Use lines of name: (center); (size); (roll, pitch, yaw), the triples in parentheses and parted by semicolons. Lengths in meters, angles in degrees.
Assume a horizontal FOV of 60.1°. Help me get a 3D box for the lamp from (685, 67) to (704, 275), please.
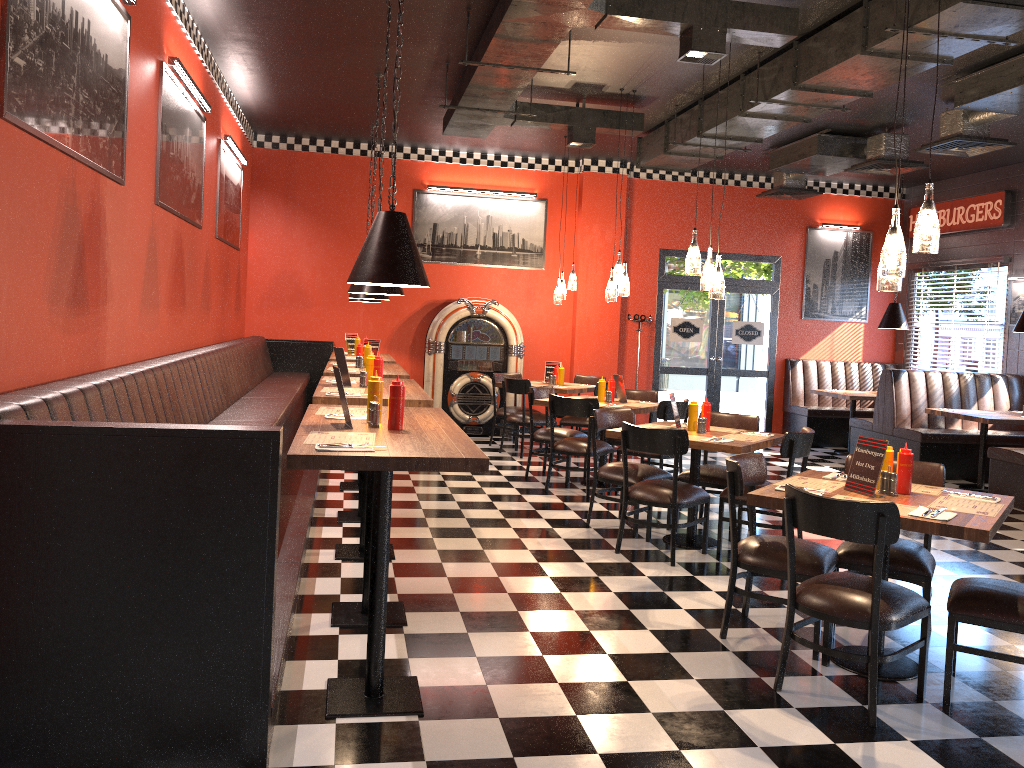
lamp: (1.314, -1.750, 6.181); (0.108, 1.963, 0.108); (2, 2, -39)

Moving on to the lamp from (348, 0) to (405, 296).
lamp: (-0.865, -1.626, 5.944); (0.382, 2.042, 0.382); (4, 2, 31)

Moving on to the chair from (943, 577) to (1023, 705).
chair: (2.133, 0.897, 3.708); (0.545, 0.866, 0.486); (4, 2, 29)

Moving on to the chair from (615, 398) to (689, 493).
chair: (1.285, 0.554, 7.929); (0.545, 0.866, 0.486); (5, 3, 38)

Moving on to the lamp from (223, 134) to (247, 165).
lamp: (-2.893, -2.439, 9.263); (0.081, 0.056, 1.448); (2, 4, -11)

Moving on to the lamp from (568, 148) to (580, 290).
lamp: (0.747, -2.069, 10.262); (0.108, 1.963, 0.108); (3, 2, 21)

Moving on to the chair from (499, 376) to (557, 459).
chair: (0.160, 0.359, 9.895); (0.544, 0.866, 0.487); (1, 3, -36)

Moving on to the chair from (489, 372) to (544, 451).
chair: (0.038, 0.311, 10.488); (0.545, 0.866, 0.486); (5, 3, 44)

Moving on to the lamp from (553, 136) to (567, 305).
lamp: (0.580, -1.911, 10.340); (0.108, 1.963, 0.108); (2, 2, -29)

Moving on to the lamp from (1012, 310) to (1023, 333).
lamp: (5.402, -1.544, 9.064); (0.382, 2.042, 0.382); (2, 2, -29)

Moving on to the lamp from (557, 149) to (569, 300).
lamp: (0.618, -1.960, 10.221); (0.108, 1.963, 0.108); (4, 2, 31)

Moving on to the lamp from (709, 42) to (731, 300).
lamp: (1.464, -1.566, 6.112); (0.108, 1.963, 0.108); (3, 2, 1)

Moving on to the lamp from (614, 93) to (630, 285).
lamp: (1.044, -1.915, 8.307); (0.108, 1.963, 0.108); (4, 2, 36)

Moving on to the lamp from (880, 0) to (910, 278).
lamp: (1.744, -1.456, 3.926); (0.108, 1.963, 0.108); (2, 2, -24)

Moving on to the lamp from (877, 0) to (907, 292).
lamp: (1.779, -1.403, 4.044); (0.108, 1.963, 0.108); (4, 2, 36)

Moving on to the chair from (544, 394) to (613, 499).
chair: (0.589, 0.526, 7.843); (0.487, 0.866, 0.544); (4, 3, 29)

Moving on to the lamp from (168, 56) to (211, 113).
lamp: (-2.417, -2.230, 6.662); (0.081, 0.056, 1.448); (2, 4, -11)

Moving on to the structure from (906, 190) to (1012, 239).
structure: (6.615, -1.812, 6.927); (0.120, 0.438, 11.288); (2, 4, -11)

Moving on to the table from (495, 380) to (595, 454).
table: (0.457, 0.393, 10.283); (0.961, 0.773, 0.957); (5, 4, 34)

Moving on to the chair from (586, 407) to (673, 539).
chair: (0.857, 0.631, 6.564); (0.545, 0.866, 0.486); (5, 3, 43)

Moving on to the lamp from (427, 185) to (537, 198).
lamp: (-0.387, -2.518, 11.580); (1.443, 0.056, 0.081); (2, 3, -10)

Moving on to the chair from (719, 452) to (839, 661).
chair: (1.309, 0.809, 4.375); (0.545, 0.866, 0.486); (4, 2, 29)

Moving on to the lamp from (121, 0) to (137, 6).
lamp: (-1.945, -2.023, 4.087); (0.081, 0.056, 1.448); (2, 4, -11)

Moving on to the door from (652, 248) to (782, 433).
door: (2.832, -0.535, 12.276); (1.799, 2.569, 0.128); (2, 2, -10)

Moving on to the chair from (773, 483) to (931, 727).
chair: (1.406, 0.863, 3.677); (0.544, 0.866, 0.487); (1, 3, -44)

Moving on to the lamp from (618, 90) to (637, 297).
lamp: (1.082, -1.792, 8.187); (0.108, 1.963, 0.108); (2, 2, -29)

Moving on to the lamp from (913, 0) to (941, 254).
lamp: (1.875, -1.559, 3.888); (0.108, 1.963, 0.108); (2, 2, -19)

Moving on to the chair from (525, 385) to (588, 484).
chair: (0.416, 0.469, 8.536); (0.545, 0.866, 0.486); (4, 2, 27)

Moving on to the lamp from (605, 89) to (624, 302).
lamp: (0.962, -1.736, 8.153); (0.108, 1.963, 0.108); (3, 2, 1)

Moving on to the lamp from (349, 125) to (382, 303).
lamp: (-1.662, -1.975, 10.302); (0.382, 2.042, 0.382); (4, 2, 31)

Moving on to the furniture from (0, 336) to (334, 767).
furniture: (-2.063, 0.320, 6.953); (1.103, 1.147, 8.777); (2, 4, -10)

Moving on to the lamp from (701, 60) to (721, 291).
lamp: (1.431, -1.635, 6.228); (0.108, 1.963, 0.108); (4, 2, 31)

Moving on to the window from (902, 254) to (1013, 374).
window: (5.818, -0.771, 11.602); (0.127, 1.711, 2.031); (2, 3, -11)

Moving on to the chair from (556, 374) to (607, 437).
chair: (0.828, 0.333, 10.720); (0.487, 0.866, 0.544); (5, 3, 44)

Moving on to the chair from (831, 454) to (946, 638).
chair: (1.902, 0.829, 4.498); (0.487, 0.866, 0.545); (4, 3, 29)

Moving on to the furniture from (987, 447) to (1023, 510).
furniture: (5.455, 0.587, 8.292); (1.708, 1.153, 0.707); (2, 2, -10)

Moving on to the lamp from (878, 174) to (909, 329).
lamp: (4.973, -1.732, 11.407); (0.382, 2.042, 0.382); (4, 2, 38)

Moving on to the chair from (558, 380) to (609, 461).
chair: (0.858, 0.386, 9.993); (0.545, 0.866, 0.487); (4, 2, 21)

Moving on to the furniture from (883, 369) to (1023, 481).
furniture: (5.152, 0.454, 9.946); (1.708, 1.153, 0.707); (2, 2, -10)

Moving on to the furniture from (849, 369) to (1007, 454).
furniture: (5.025, 0.399, 10.640); (1.708, 1.153, 0.707); (2, 2, -10)

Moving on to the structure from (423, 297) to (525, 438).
structure: (-0.493, -0.228, 11.398); (1.294, 1.766, 0.501); (2, 2, -10)

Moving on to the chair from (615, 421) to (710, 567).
chair: (0.986, 0.690, 5.826); (0.487, 0.866, 0.544); (4, 3, 37)

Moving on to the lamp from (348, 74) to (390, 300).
lamp: (-1.259, -1.799, 8.098); (0.382, 2.042, 0.382); (4, 2, 31)

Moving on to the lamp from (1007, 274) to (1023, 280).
lamp: (5.964, -1.252, 10.395); (0.081, 0.056, 0.335); (2, 4, -11)

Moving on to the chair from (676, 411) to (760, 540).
chair: (1.552, 0.658, 6.650); (0.487, 0.866, 0.544); (4, 3, 35)

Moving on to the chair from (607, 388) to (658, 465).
chair: (1.156, 0.495, 8.666); (0.486, 0.866, 0.545); (3, 2, 12)

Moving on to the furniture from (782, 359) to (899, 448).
furniture: (4.722, 0.266, 12.294); (1.708, 1.153, 0.707); (2, 2, -10)

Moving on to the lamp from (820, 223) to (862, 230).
lamp: (4.639, -2.226, 12.512); (0.610, 0.056, 0.081); (2, 3, -10)

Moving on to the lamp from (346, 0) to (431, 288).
lamp: (-0.516, -1.473, 4.039); (0.382, 2.042, 0.382); (4, 2, 31)

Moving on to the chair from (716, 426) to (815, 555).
chair: (1.725, 0.716, 5.957); (0.545, 0.866, 0.486); (4, 3, 32)
